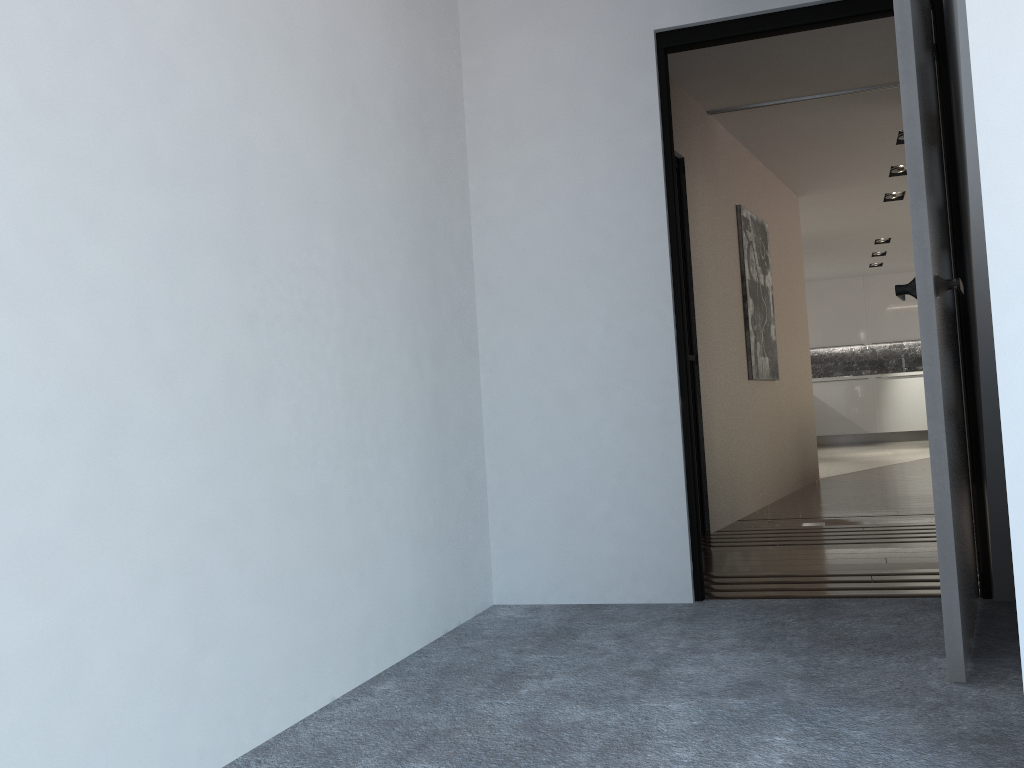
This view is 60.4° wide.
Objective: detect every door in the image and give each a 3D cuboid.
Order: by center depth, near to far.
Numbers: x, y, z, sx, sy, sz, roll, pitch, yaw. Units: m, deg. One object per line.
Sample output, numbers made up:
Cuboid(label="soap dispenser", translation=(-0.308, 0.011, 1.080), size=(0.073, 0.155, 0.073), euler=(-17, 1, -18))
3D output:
Cuboid(label="door", translation=(0.913, -0.300, 2.686), size=(0.972, 2.093, 1.008), euler=(-4, -3, 18))
Cuboid(label="door", translation=(0.712, -0.218, 4.439), size=(0.147, 2.093, 1.045), euler=(-5, -3, 30))

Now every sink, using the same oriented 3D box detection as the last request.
Cuboid(label="sink", translation=(5.992, -0.195, 13.055), size=(1.120, 0.520, 0.523), euler=(-4, -2, 16))

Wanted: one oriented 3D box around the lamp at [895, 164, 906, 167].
Cuboid(label="lamp", translation=(3.114, -1.774, 7.027), size=(0.170, 0.077, 0.184), euler=(-5, -2, 24))

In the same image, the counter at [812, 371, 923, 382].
Cuboid(label="counter", translation=(5.281, -0.140, 12.193), size=(3.915, 0.041, 2.771), euler=(-4, -2, 17))

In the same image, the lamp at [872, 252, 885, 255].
Cuboid(label="lamp", translation=(4.734, -1.708, 11.367), size=(0.177, 0.077, 0.177), euler=(-4, -2, 1))

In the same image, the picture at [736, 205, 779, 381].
Cuboid(label="picture", translation=(1.731, -0.609, 6.166), size=(0.027, 1.165, 0.785), euler=(-5, -3, 29))

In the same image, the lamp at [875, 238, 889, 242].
Cuboid(label="lamp", translation=(4.385, -1.722, 10.430), size=(0.177, 0.077, 0.177), euler=(-4, -2, 1))

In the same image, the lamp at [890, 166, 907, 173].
Cuboid(label="lamp", translation=(3.179, -1.772, 7.202), size=(0.173, 0.077, 0.180), euler=(-4, -2, 13))

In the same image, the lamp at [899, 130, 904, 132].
Cuboid(label="lamp", translation=(2.768, -1.789, 6.098), size=(0.170, 0.077, 0.184), euler=(-5, -2, 24))

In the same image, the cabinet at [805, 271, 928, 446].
Cuboid(label="cabinet", translation=(6.301, -0.524, 10.993), size=(6.723, 2.501, 4.577), euler=(-4, -2, 17))

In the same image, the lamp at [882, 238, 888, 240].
Cuboid(label="lamp", translation=(4.321, -1.725, 10.256), size=(0.172, 0.077, 0.182), euler=(-4, -2, 18))

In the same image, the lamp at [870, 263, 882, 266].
Cuboid(label="lamp", translation=(5.083, -1.693, 12.301), size=(0.181, 0.077, 0.173), euler=(-3, -2, -11))

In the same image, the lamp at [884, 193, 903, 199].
Cuboid(label="lamp", translation=(3.529, -1.757, 8.142), size=(0.183, 0.077, 0.171), euler=(-3, -2, -17))

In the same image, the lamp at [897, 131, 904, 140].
Cuboid(label="lamp", translation=(2.832, -1.786, 6.272), size=(0.173, 0.077, 0.180), euler=(-4, -2, 13))

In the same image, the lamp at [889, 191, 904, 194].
Cuboid(label="lamp", translation=(3.464, -1.760, 7.968), size=(0.170, 0.077, 0.184), euler=(-5, -2, 24))

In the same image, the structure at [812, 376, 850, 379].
Cuboid(label="structure", translation=(4.853, -0.093, 13.359), size=(0.606, 0.011, 0.583), euler=(-4, -2, 18))

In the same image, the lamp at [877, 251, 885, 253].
Cuboid(label="lamp", translation=(4.669, -1.710, 11.193), size=(0.172, 0.077, 0.182), euler=(-4, -2, 18))
